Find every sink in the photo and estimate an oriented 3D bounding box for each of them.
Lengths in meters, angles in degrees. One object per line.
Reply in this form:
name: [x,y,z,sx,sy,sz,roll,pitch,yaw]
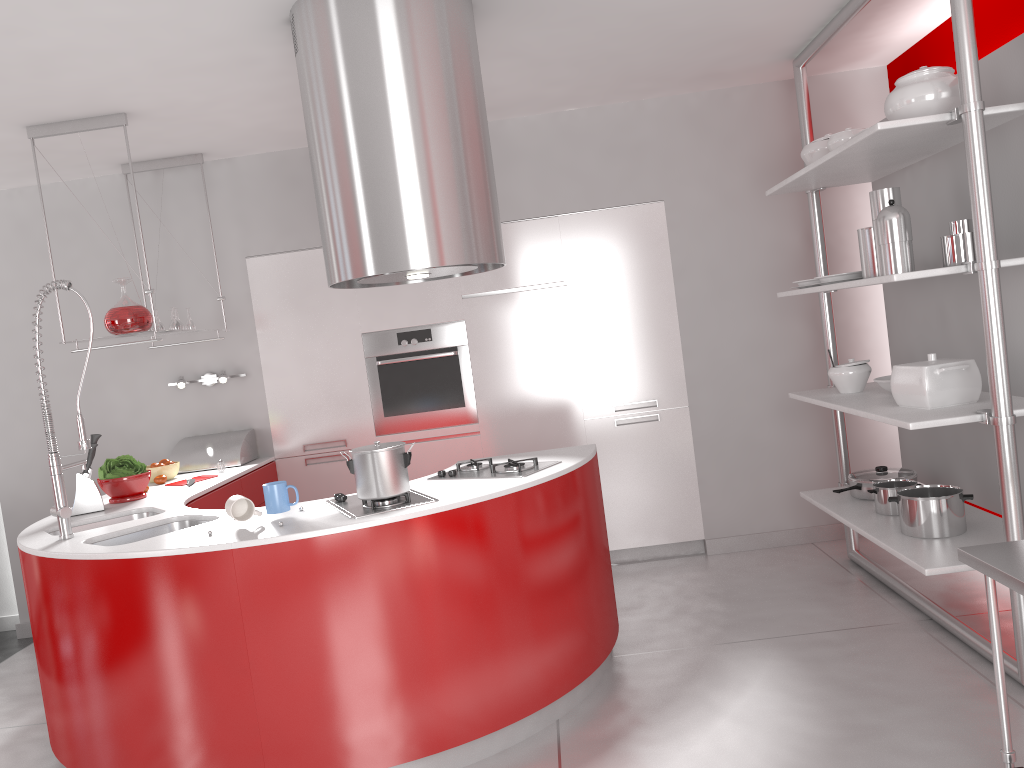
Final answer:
sink: [-1.596,0.645,3.514,0.428,0.172,0.326,-10,4,-37]
sink: [-1.265,0.621,3.158,0.326,0.172,0.428,-5,4,41]

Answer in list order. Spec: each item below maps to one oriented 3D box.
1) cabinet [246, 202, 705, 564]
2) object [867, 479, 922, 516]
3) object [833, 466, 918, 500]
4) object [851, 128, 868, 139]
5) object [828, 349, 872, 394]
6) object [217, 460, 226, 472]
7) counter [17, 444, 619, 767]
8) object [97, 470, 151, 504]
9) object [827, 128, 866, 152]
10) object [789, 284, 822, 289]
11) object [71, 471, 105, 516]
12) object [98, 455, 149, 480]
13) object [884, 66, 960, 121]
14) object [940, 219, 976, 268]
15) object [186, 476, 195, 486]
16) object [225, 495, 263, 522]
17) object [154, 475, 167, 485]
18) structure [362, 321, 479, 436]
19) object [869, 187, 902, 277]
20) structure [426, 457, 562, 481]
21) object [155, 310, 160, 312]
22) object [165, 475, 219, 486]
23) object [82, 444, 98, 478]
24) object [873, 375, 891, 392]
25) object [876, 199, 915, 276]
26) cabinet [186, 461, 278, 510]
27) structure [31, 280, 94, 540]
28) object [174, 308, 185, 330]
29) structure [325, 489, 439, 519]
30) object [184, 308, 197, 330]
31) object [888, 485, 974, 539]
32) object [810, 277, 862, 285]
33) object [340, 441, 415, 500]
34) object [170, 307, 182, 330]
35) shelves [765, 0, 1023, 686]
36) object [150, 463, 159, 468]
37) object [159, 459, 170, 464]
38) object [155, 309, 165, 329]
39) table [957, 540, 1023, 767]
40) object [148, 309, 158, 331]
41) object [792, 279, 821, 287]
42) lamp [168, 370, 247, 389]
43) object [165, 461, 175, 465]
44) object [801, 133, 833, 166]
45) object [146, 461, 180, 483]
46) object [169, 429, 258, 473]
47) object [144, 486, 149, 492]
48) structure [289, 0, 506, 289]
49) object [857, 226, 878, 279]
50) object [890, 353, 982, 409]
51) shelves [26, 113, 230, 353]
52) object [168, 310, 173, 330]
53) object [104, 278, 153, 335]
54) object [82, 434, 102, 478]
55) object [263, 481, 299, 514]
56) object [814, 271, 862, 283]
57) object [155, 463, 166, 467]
cabinet: [-0.193,0.114,5.382,2.398,2.026,0.614,-7,3,2]
object: [1.682,0.496,3.881,0.196,0.122,0.182,-10,4,-40]
object: [1.723,0.466,4.245,0.407,0.130,0.308,-7,3,10]
object: [1.488,-1.005,3.560,0.200,0.030,0.200,-7,3,2]
object: [1.577,-0.067,4.146,0.192,0.214,0.192,-8,3,-11]
object: [-1.533,0.432,4.672,0.042,0.066,0.043,-7,3,15]
counter: [-1.108,0.899,3.859,2.865,0.880,1.868,-5,4,36]
object: [-1.754,0.470,4.033,0.228,0.118,0.229,-9,4,-27]
object: [1.473,-1.036,3.859,0.192,0.153,0.192,-7,3,16]
object: [1.484,-0.474,4.277,0.280,0.015,0.280,-5,4,39]
object: [-1.830,0.461,3.792,0.137,0.178,0.091,-9,4,-25]
object: [-1.761,0.418,4.019,0.193,0.182,0.198,-7,3,8]
object: [1.505,-1.039,3.221,0.287,0.222,0.287,-11,4,-44]
object: [1.588,-0.498,3.140,0.127,0.157,0.127,-7,3,12]
object: [-1.590,0.478,4.392,0.041,0.008,0.375,-9,3,-21]
object: [-0.900,0.414,2.981,0.109,0.080,0.100,-9,4,-28]
object: [-1.780,0.486,4.491,0.063,0.047,0.065,-7,3,2]
structure: [-0.527,-0.030,5.067,0.599,0.589,0.050,-7,3,2]
object: [1.448,-0.581,3.406,0.110,0.329,0.109,-7,3,0]
structure: [-0.071,0.322,3.453,0.457,0.037,0.303,-5,4,32]
object: [-1.890,-0.320,4.735,0.060,0.141,0.060,-9,3,-21]
object: [-1.605,0.484,4.447,0.168,0.006,0.266,-6,4,29]
object: [-1.809,0.398,3.771,0.130,0.279,0.012,-9,4,-27]
object: [1.725,0.002,3.866,0.272,0.072,0.272,-10,4,-34]
object: [1.398,-0.537,3.236,0.115,0.274,0.115,-8,3,-5]
cabinet: [-1.063,0.846,4.124,1.025,0.761,1.875,-10,4,-43]
structure: [-1.615,0.092,3.212,0.178,0.920,0.308,-11,4,-44]
object: [-1.786,-0.334,4.739,0.060,0.141,0.060,-7,3,2]
structure: [-0.466,0.394,3.100,0.303,0.037,0.457,-9,3,-23]
object: [-1.753,-0.343,4.822,0.060,0.141,0.060,-7,3,2]
object: [1.655,0.501,3.498,0.259,0.161,0.240,-8,3,-15]
object: [1.458,-0.450,3.898,0.280,0.015,0.280,-6,4,32]
object: [-0.445,0.285,3.001,0.218,0.185,0.189,-10,4,-36]
object: [-1.765,-0.331,4.641,0.060,0.141,0.060,-7,3,2]
shelves: [1.594,-0.318,3.730,0.535,2.599,1.735,-7,3,2]
object: [-1.857,0.437,4.638,0.062,0.052,0.065,-8,3,-13]
object: [-1.838,0.427,4.695,0.066,0.058,0.055,-8,3,-13]
object: [-1.853,-0.320,4.648,0.060,0.141,0.060,-7,3,2]
table: [1.558,0.776,1.566,0.749,0.682,1.627,-7,3,3]
object: [-1.855,-0.314,4.548,0.060,0.141,0.060,-7,3,2]
object: [1.482,-0.488,4.277,0.244,0.042,0.244,-8,3,-13]
lamp: [-1.744,-0.022,5.040,0.454,0.081,0.155,-7,3,2]
object: [-1.796,0.429,4.649,0.062,0.049,0.066,-8,3,-1]
object: [1.479,-1.072,4.164,0.231,0.191,0.231,-5,4,43]
object: [-1.836,0.466,4.629,0.201,0.086,0.201,-7,3,3]
object: [-1.679,0.376,4.976,0.400,0.170,0.300,-7,3,2]
object: [-1.768,0.496,4.235,0.063,0.048,0.064,-9,3,-20]
structure: [-0.402,-0.857,3.188,0.644,0.958,0.644,-9,4,-32]
object: [1.505,-0.538,3.610,0.172,0.205,0.184,-7,3,7]
object: [1.612,-0.018,3.384,0.235,0.197,0.282,-8,3,-8]
shelves: [-1.865,-0.701,4.440,0.462,1.023,0.934,-7,3,2]
object: [-1.838,-0.331,4.815,0.060,0.141,0.060,-7,3,2]
object: [-1.812,-0.361,4.169,0.213,0.266,0.213,-6,4,30]
object: [-1.815,0.381,3.799,0.150,0.322,0.014,-9,4,-27]
object: [-0.796,0.388,3.055,0.109,0.100,0.080,-9,4,-25]
object: [1.457,-0.463,3.897,0.244,0.042,0.244,-8,3,-13]
object: [-1.818,0.435,4.586,0.062,0.049,0.066,-7,3,10]
